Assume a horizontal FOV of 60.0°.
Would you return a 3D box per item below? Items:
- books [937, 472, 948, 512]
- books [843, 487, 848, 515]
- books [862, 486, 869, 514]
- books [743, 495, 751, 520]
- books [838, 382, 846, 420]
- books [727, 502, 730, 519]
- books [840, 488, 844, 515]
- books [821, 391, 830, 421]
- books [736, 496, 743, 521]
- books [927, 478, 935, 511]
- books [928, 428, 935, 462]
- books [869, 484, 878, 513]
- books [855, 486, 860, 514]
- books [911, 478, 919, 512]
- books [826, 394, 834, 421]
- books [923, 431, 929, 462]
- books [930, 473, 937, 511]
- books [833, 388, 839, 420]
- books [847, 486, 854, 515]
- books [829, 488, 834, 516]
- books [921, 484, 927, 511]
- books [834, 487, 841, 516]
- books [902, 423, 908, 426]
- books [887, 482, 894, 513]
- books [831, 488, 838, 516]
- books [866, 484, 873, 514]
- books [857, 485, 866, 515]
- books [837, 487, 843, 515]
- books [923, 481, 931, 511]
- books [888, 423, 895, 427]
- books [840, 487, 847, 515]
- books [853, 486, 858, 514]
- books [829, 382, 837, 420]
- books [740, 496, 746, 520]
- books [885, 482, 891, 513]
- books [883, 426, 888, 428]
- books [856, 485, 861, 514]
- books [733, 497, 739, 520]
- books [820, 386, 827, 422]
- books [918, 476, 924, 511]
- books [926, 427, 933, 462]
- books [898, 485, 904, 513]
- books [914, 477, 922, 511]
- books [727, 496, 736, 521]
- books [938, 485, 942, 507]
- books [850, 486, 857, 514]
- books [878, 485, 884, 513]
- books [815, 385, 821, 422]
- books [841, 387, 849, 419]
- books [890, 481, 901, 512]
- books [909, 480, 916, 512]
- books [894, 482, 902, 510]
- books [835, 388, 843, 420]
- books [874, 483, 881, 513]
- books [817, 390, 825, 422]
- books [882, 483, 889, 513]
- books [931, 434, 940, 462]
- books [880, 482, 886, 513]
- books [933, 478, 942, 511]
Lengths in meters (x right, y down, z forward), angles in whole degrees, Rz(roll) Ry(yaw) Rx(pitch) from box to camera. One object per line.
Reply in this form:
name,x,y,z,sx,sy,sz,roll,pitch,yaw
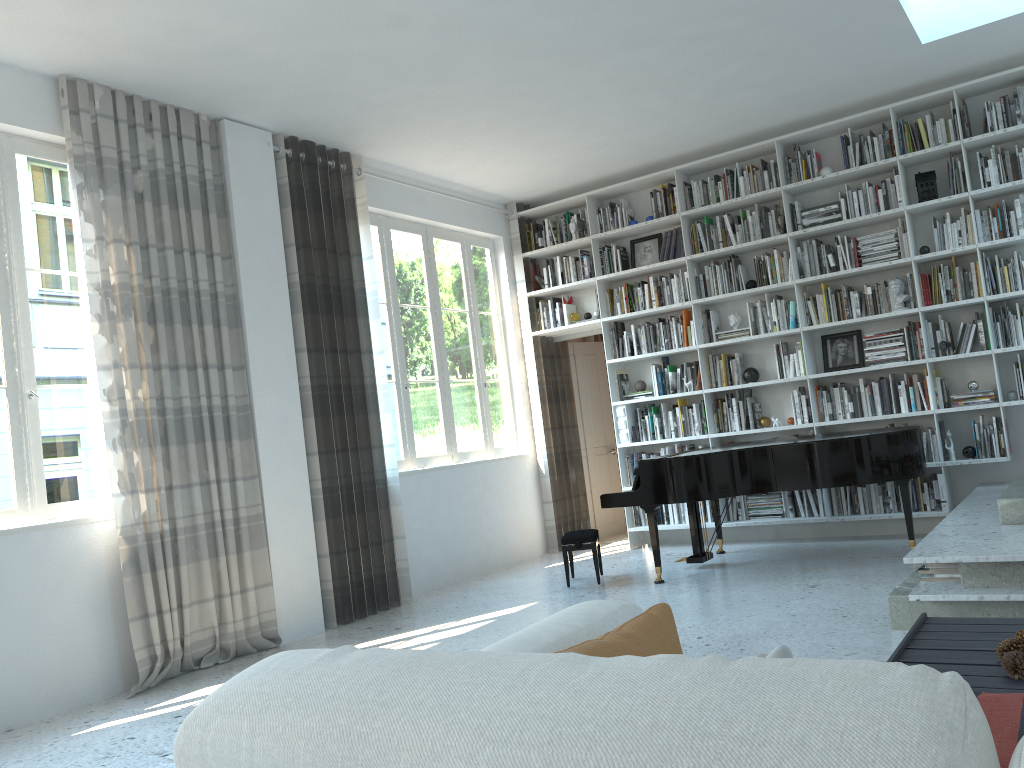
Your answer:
books,3.116,0.769,6.372,0.038,0.269,0.277,-9,-4,33
books,2.574,0.828,6.811,0.012,0.337,0.144,-9,-4,33
books,2.709,0.878,6.745,0.030,0.196,0.143,-9,-4,33
books,1.929,0.962,7.251,0.027,0.282,0.129,-9,-4,33
books,2.547,0.129,6.803,0.013,0.282,0.166,-9,-4,33
books,1.814,1.007,7.335,0.012,0.230,0.138,-9,-4,33
books,2.561,0.871,6.845,0.010,0.258,0.131,-9,-4,33
books,2.448,0.169,6.866,0.027,0.234,0.167,-9,-4,33
books,1.885,0.994,7.271,0.023,0.231,0.164,-9,-4,33
books,3.077,0.801,6.483,0.028,0.227,0.162,-9,-4,33
books,3.052,0.442,6.423,0.010,0.238,0.167,-9,-4,33
books,2.748,0.852,6.708,0.030,0.234,0.138,-9,-4,33
books,2.651,0.847,6.775,0.012,0.276,0.154,-9,-4,33
books,2.973,0.772,6.527,0.013,0.317,0.186,-9,-4,33
books,2.477,0.179,6.862,0.024,0.208,0.170,-9,-4,33
books,3.019,0.458,6.467,0.053,0.220,0.132,-9,-4,33
books,3.087,0.785,6.466,0.013,0.256,0.176,-9,-4,33
books,2.523,0.152,6.844,0.024,0.247,0.132,-9,-4,33
books,2.595,0.838,6.798,0.034,0.311,0.170,-9,-4,33
books,2.494,0.884,6.878,0.012,0.254,0.161,-9,-4,33
books,3.039,0.826,6.507,0.024,0.191,0.155,-9,-4,33
books,2.521,0.854,6.836,0.014,0.300,0.184,-9,-4,33
books,2.903,0.438,6.509,0.015,0.293,0.169,-9,-4,33
books,2.837,0.809,6.627,0.014,0.288,0.184,-9,-4,33
books,2.507,0.879,6.845,0.026,0.256,0.183,-9,-4,33
books,2.720,0.826,6.723,0.026,0.294,0.155,-9,-4,33
books,2.668,0.878,6.736,0.028,0.206,0.174,-9,-4,33
books,2.540,0.833,6.843,0.014,0.340,0.139,-9,-4,33
books,3.051,0.816,6.487,0.022,0.205,0.191,-9,-4,33
books,2.823,0.446,6.557,0.013,0.303,0.181,-9,-4,33
books,2.570,0.867,6.827,0.025,0.263,0.145,-9,-4,33
books,2.641,0.867,6.777,0.012,0.238,0.128,-9,-4,33
books,2.503,0.134,6.864,0.027,0.290,0.140,-9,-4,33
books,1.910,0.993,7.264,0.027,0.227,0.139,-9,-4,33
books,2.822,0.787,6.634,0.014,0.335,0.182,-9,-4,33
books,2.801,0.460,6.589,0.012,0.285,0.159,-9,-4,33
books,2.662,0.856,6.769,0.012,0.255,0.150,-9,-4,33
books,1.858,1.023,7.293,0.053,0.184,0.148,-9,-4,33
books,2.435,0.151,6.887,0.011,0.275,0.146,-9,-4,33
books,3.015,0.795,6.510,0.011,0.258,0.171,-9,-4,33
books,3.042,0.439,6.438,0.022,0.249,0.130,-9,-4,33
books,2.900,0.840,6.576,0.010,0.205,0.180,-9,-4,33
books,3.008,0.807,6.533,0.028,0.238,0.140,-9,-4,33
books,1.829,1.021,7.320,0.025,0.198,0.160,-9,-4,33
books,3.134,0.815,6.444,0.023,0.181,0.148,-9,-4,33
books,2.628,0.866,6.790,0.022,0.246,0.143,-9,-4,33
books,2.795,0.860,6.675,0.024,0.203,0.144,-9,-4,33
books,2.407,0.152,6.918,0.012,0.285,0.159,-9,-4,33
books,2.573,0.145,6.808,0.021,0.244,0.141,-9,-4,33
books,2.863,0.819,6.629,0.024,0.262,0.131,-9,-4,33
books,2.951,0.808,6.537,0.044,0.251,0.187,-9,-4,33
books,2.897,0.839,6.617,0.040,0.212,0.129,-9,-4,33
books,2.534,0.150,6.816,0.027,0.245,0.179,-9,-4,33
books,2.771,0.835,6.693,0.028,0.261,0.132,-9,-4,33
books,2.425,0.170,6.903,0.029,0.243,0.154,-9,-4,33
books,2.819,0.851,6.648,0.022,0.212,0.167,-9,-4,33
books,3.071,0.460,6.413,0.027,0.196,0.146,-9,-4,33
books,2.798,0.817,6.656,0.013,0.285,0.184,-9,-4,33
books,3.103,0.801,6.448,0.029,0.217,0.191,-9,-4,33
